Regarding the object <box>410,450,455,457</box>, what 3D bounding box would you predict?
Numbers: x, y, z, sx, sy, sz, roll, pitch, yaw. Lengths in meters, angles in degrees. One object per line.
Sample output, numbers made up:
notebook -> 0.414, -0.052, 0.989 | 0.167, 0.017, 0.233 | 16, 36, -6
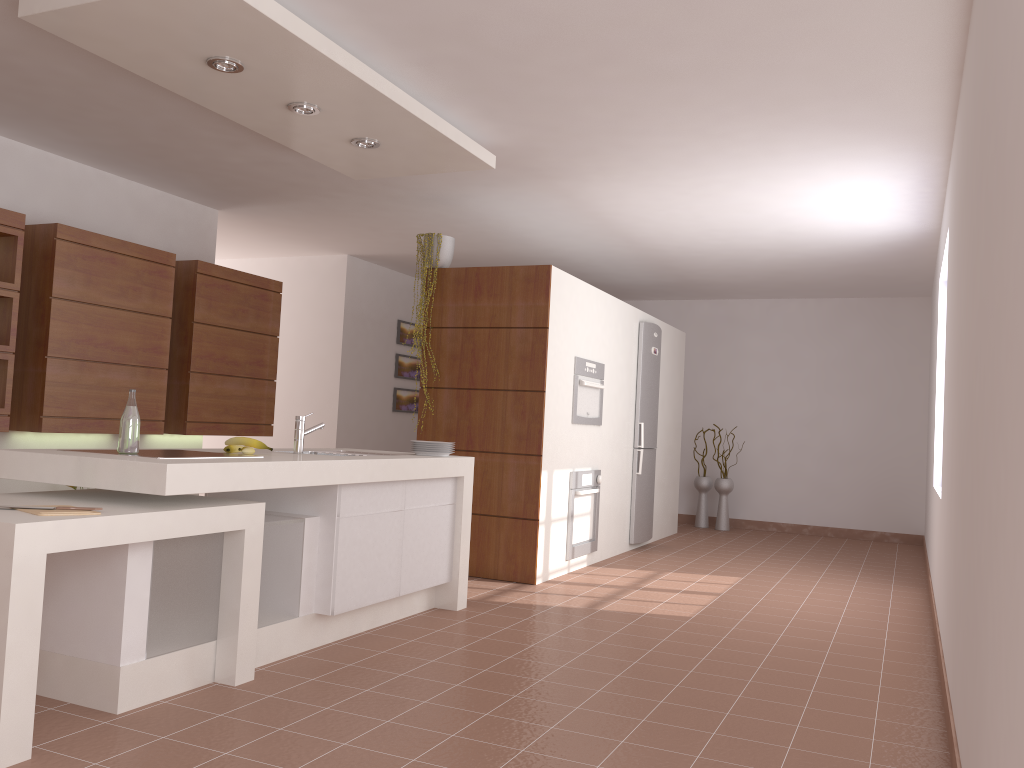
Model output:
object -> -0.417, 0.364, 4.645 | 0.228, 0.020, 0.228 | 3, -3, 6

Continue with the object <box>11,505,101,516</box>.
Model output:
object -> -1.379, 0.381, 2.677 | 0.266, 0.006, 0.168 | 1, -4, 41

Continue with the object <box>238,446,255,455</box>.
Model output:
object -> -1.100, 0.276, 3.686 | 0.060, 0.033, 0.207 | 4, -3, -21

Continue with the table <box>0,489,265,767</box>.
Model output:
table -> -1.466, 0.717, 2.948 | 0.737, 0.647, 1.003 | 2, -3, 24

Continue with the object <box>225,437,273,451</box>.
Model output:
object -> -1.107, 0.250, 3.716 | 0.207, 0.055, 0.047 | 3, -3, 1

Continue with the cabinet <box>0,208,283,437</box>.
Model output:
cabinet -> -3.119, -0.357, 4.870 | 0.754, 1.200, 4.718 | 2, -3, 24

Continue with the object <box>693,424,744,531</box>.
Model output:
object -> 2.208, 0.981, 9.365 | 0.655, 1.112, 0.284 | 0, -4, 43

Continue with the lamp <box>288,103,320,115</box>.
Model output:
lamp -> -0.939, -1.262, 4.010 | 0.143, 0.059, 0.143 | 5, -3, -38

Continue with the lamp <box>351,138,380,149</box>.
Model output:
lamp -> -0.735, -1.230, 4.465 | 0.143, 0.059, 0.143 | 5, -3, -38

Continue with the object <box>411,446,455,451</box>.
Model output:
object -> -0.416, 0.344, 4.646 | 0.228, 0.020, 0.228 | 3, -3, 6

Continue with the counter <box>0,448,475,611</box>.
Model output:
counter -> -1.035, 0.709, 3.913 | 0.821, 0.800, 2.156 | 2, -3, 24

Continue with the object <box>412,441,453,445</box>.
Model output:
object -> -0.415, 0.313, 4.647 | 0.228, 0.020, 0.228 | 3, -3, 6

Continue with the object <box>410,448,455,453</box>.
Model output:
object -> -0.417, 0.354, 4.645 | 0.228, 0.020, 0.228 | 3, -3, 6

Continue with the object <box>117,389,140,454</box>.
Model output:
object -> -1.368, 0.134, 3.180 | 0.071, 0.230, 0.071 | 3, -3, 6

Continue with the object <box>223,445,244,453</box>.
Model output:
object -> -1.184, 0.275, 3.753 | 0.060, 0.033, 0.207 | 3, -3, 4

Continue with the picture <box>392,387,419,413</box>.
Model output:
picture -> -0.925, 0.205, 9.732 | 0.015, 0.248, 1.408 | 2, -3, 24

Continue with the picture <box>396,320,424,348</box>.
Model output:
picture -> -0.889, -0.493, 9.766 | 0.015, 0.248, 1.408 | 2, -3, 24

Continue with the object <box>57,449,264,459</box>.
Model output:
object -> -1.320, 0.265, 3.376 | 0.493, 0.006, 0.551 | 2, -3, 24

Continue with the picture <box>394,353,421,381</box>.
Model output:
picture -> -0.907, -0.144, 9.749 | 0.015, 0.248, 1.408 | 2, -3, 24

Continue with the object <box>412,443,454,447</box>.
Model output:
object -> -0.415, 0.323, 4.647 | 0.228, 0.020, 0.228 | 3, -3, 6

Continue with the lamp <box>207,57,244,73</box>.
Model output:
lamp -> -1.145, -1.295, 3.550 | 0.143, 0.059, 0.143 | 3, -3, 7

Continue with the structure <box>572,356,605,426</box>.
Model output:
structure -> 0.565, 0.061, 6.272 | 0.056, 0.454, 0.614 | 2, -3, 24

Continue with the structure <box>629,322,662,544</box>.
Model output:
structure -> 1.168, 0.413, 7.605 | 0.089, 1.862, 0.604 | 2, -3, 24

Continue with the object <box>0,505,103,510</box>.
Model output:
object -> -1.436, 0.372, 2.673 | 0.375, 0.008, 0.041 | 3, -3, -9

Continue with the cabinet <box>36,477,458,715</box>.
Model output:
cabinet -> -1.057, 0.755, 3.858 | 0.737, 0.700, 2.048 | 2, -3, 24

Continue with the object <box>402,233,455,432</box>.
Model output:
object -> -0.565, -0.336, 5.945 | 0.297, 1.344, 0.279 | 4, -3, -16

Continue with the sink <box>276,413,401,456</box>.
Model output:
sink -> -0.844, 0.331, 4.316 | 0.404, 0.368, 0.668 | 2, -3, 24

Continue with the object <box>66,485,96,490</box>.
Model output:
object -> -2.662, 0.829, 5.541 | 0.087, 0.546, 0.296 | 1, -4, 40

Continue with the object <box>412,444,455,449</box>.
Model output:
object -> -0.416, 0.333, 4.646 | 0.228, 0.020, 0.228 | 3, -3, 6

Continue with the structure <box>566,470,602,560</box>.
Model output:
structure -> 0.518, 0.907, 6.236 | 0.058, 0.592, 0.596 | 2, -3, 25
